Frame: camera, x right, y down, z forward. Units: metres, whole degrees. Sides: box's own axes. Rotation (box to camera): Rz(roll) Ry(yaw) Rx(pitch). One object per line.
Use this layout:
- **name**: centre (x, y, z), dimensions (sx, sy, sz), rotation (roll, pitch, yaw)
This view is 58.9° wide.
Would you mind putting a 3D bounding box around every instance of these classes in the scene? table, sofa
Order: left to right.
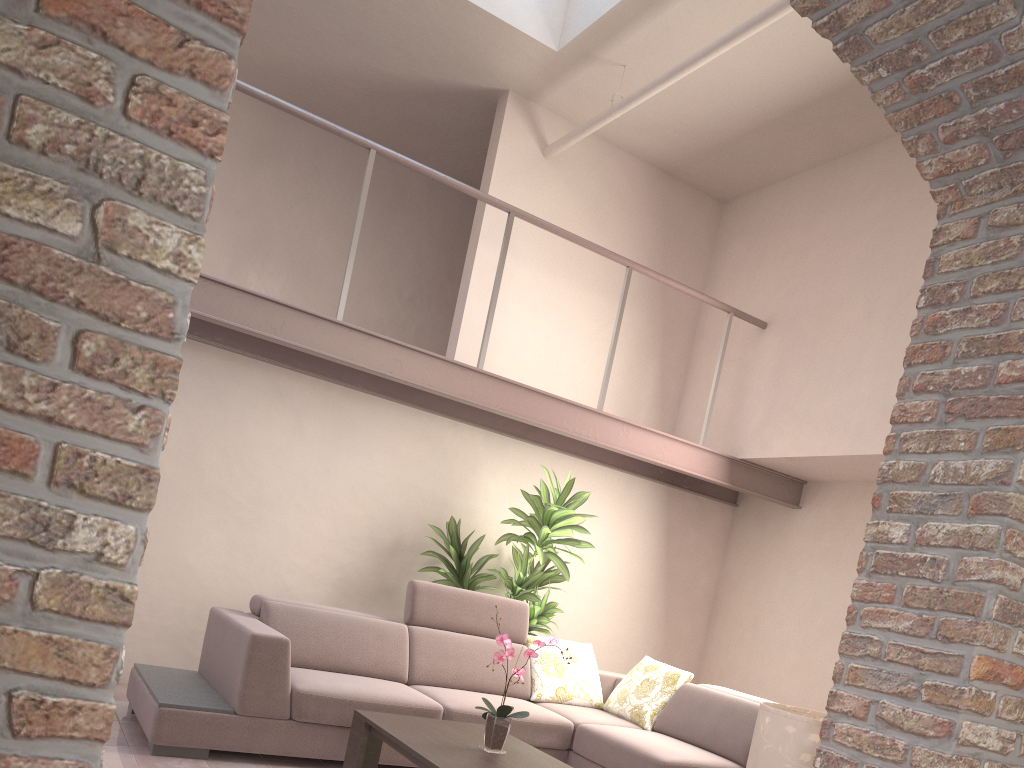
- **table**: centre (-0.152, 1.660, 3.680), dimensions (0.730, 0.344, 1.176), rotation (17, -12, -27)
- **sofa**: centre (-0.072, 1.566, 4.562), dimensions (3.271, 0.937, 2.120), rotation (18, -12, -29)

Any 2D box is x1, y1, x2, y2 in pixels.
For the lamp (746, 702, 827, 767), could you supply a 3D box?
- **lamp**: centre (0.864, 1.426, 2.771), dimensions (0.401, 0.845, 0.397), rotation (12, -1, -28)

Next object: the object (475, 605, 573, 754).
- **object**: centre (-0.001, 1.210, 3.673), dimensions (0.311, 0.593, 0.357), rotation (13, -2, -34)

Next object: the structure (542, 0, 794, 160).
- **structure**: centre (1.215, -1.882, 4.480), dimensions (0.113, 0.322, 4.061), rotation (11, -11, -27)

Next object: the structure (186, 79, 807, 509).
- **structure**: centre (-0.464, 0.189, 3.946), dimensions (7.460, 3.200, 3.697), rotation (18, -8, -29)
